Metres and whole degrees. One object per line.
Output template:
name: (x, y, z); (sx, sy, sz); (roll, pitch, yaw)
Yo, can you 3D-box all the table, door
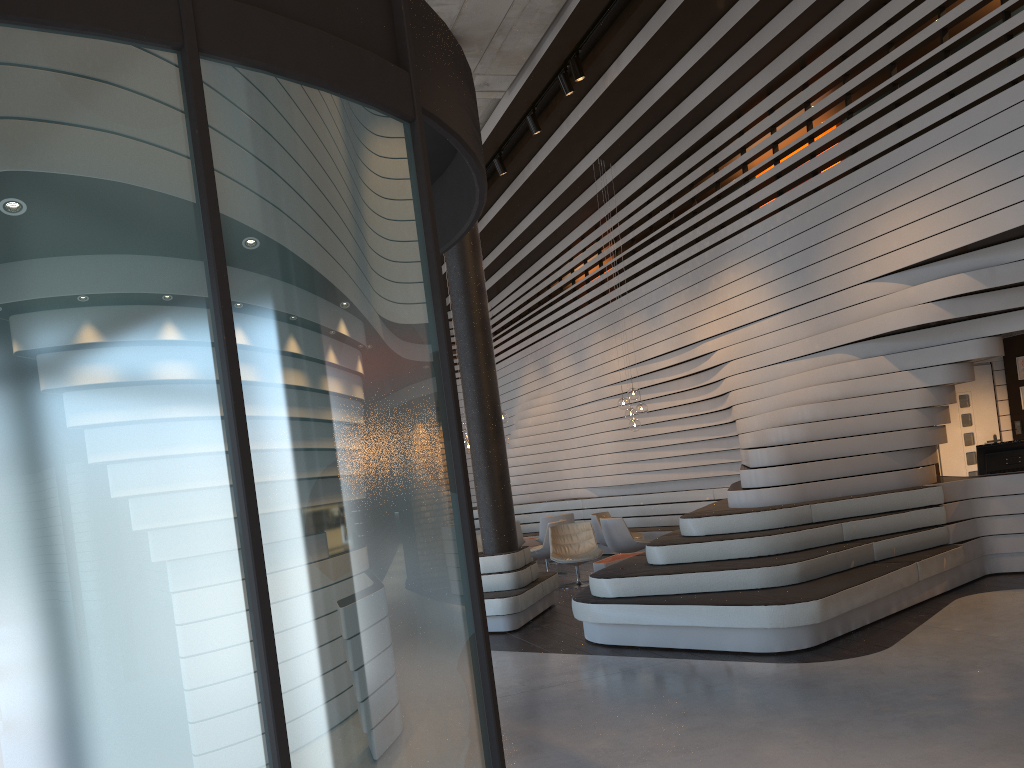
table: (1.247, 2.219, 10.349); (0.419, 0.370, 0.896); (-10, -6, 44)
table: (0.074, 2.829, 14.897); (0.911, 0.370, 0.412); (-9, -3, 15)
door: (-1.529, 0.639, 2.943); (3.188, 2.849, 3.279); (-7, -3, -11)
door: (5.335, 0.820, 10.276); (0.964, 2.104, 0.164); (-7, 0, -18)

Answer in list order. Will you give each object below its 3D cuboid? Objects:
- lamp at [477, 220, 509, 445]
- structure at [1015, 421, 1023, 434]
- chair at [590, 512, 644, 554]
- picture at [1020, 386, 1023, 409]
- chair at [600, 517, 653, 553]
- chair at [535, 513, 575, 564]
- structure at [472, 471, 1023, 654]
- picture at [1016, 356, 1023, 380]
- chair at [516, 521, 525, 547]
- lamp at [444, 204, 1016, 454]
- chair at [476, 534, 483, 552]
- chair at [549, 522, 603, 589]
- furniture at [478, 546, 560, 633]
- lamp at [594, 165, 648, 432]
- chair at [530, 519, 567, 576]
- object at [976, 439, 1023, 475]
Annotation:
lamp: (-0.488, -1.401, 13.290); (0.308, 4.738, 0.665); (-7, 0, -10)
structure: (5.938, 0.510, 10.333); (0.009, 0.155, 0.087); (-7, -1, -19)
chair: (1.539, 2.227, 12.770); (0.718, 0.766, 0.651); (-9, -3, 26)
picture: (5.947, 0.152, 10.144); (0.014, 0.262, 0.204); (-7, -2, -19)
chair: (1.570, 2.120, 11.742); (0.705, 0.766, 0.663); (-6, -2, -19)
chair: (0.716, 2.472, 14.148); (0.653, 0.765, 0.716); (-7, -3, -11)
structure: (0.496, 2.532, 15.262); (5.726, 0.926, 18.433); (-5, -6, -22)
picture: (5.903, -0.191, 10.142); (0.014, 0.262, 0.204); (-7, -2, -19)
chair: (-0.109, 2.560, 13.975); (0.657, 0.765, 0.712); (-7, -2, 2)
lamp: (2.218, -2.317, 5.831); (8.968, 4.606, 42.385); (-6, -6, -19)
chair: (-0.359, 2.312, 11.209); (0.652, 0.765, 0.717); (-7, -3, -17)
chair: (0.803, 2.154, 11.108); (0.656, 0.765, 0.713); (-7, -2, -2)
furniture: (-0.296, 2.134, 9.294); (1.284, 0.721, 1.766); (-9, -5, 17)
lamp: (1.377, -1.674, 12.131); (0.337, 4.711, 0.525); (-7, 0, 34)
chair: (0.460, 2.337, 12.483); (0.717, 0.766, 0.652); (-8, -2, 22)
object: (4.831, 0.815, 8.510); (0.601, 0.553, 0.366); (-9, -2, 23)
